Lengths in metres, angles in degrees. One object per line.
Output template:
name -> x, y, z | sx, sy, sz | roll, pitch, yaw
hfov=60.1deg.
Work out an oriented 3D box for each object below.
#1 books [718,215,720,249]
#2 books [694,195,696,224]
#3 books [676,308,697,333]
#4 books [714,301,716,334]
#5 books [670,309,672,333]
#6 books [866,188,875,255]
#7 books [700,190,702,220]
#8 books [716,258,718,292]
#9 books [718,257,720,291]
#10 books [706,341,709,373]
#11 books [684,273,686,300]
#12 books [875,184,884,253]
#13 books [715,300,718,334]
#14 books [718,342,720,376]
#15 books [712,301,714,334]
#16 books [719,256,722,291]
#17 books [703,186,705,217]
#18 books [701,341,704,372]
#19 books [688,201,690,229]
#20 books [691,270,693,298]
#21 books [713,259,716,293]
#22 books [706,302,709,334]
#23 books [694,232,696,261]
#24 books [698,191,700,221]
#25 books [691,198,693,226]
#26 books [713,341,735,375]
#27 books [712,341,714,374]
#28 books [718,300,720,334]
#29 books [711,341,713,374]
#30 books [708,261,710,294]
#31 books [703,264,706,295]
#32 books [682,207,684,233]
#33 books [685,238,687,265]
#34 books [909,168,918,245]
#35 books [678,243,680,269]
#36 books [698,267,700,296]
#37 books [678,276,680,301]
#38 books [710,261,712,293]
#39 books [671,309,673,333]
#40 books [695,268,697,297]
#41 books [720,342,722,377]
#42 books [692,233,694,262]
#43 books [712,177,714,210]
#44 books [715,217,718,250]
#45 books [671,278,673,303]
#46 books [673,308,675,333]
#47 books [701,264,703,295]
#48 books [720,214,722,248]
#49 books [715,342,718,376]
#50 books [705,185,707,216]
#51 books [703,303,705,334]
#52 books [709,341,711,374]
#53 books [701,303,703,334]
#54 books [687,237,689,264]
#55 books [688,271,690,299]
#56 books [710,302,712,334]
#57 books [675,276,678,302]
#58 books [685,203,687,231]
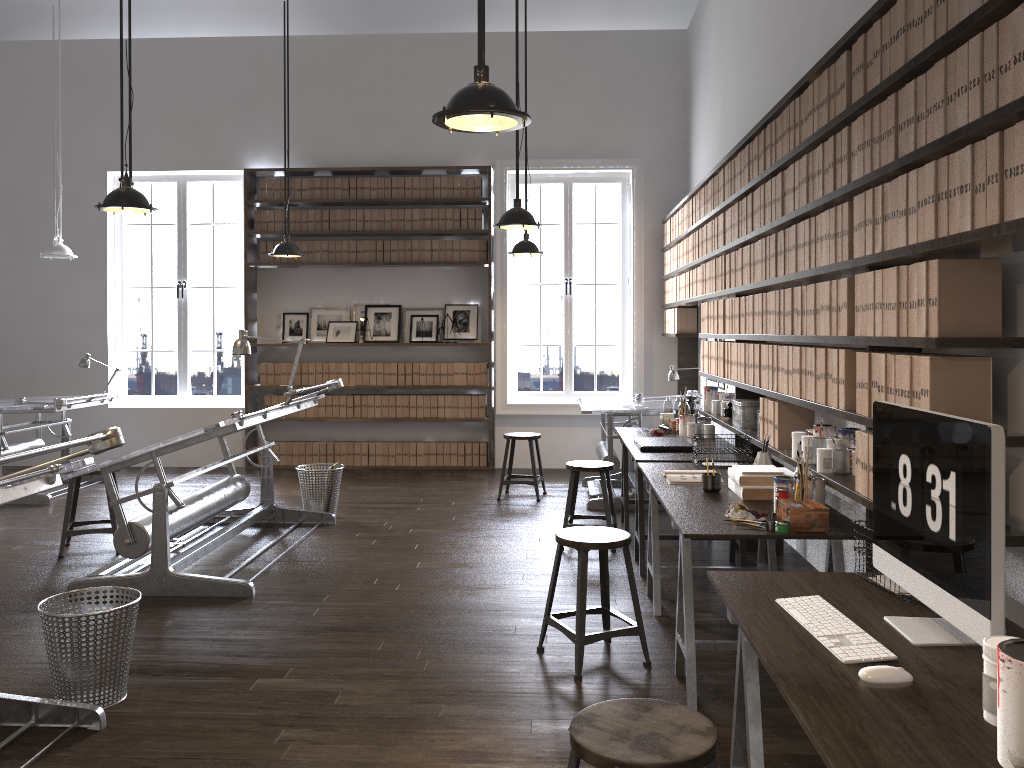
books -> 1.425, -0.977, 5.723 | 0.174, 0.225, 0.067 | 0, 1, 3
books -> 1.467, -1.311, 6.693 | 0.174, 0.225, 0.067 | 0, 1, 3
books -> 1.520, -0.550, 7.722 | 0.174, 0.225, 0.067 | 0, 1, 3
books -> 1.435, -0.441, 5.879 | 0.174, 0.225, 0.067 | 0, 1, 3
books -> 1.532, -0.570, 8.064 | 0.174, 0.226, 0.067 | 0, 1, 3
books -> 1.293, -0.545, 2.989 | 0.174, 0.225, 0.067 | 0, 1, 3
books -> 1.457, -1.295, 6.417 | 0.174, 0.225, 0.067 | 0, 1, 3
books -> 1.431, -0.713, 5.805 | 0.174, 0.225, 0.067 | 0, 1, 3
books -> 1.427, -0.709, 5.734 | 0.174, 0.225, 0.067 | 0, 1, 3
books -> 1.443, -0.186, 6.154 | 0.174, 0.226, 0.067 | 0, 1, 3
books -> 1.489, -0.789, 7.194 | 0.174, 0.226, 0.067 | 0, 1, 3
books -> 1.293, -0.541, 2.916 | 0.174, 0.225, 0.067 | 0, 1, 3
books -> 1.426, -0.436, 5.805 | 0.174, 0.226, 0.067 | 0, 1, 3
books -> 1.427, -0.162, 5.737 | 0.174, 0.225, 0.067 | 0, 1, 3
books -> 1.434, -0.445, 5.951 | 0.174, 0.225, 0.067 | 0, 1, 3
books -> 1.420, -0.705, 5.664 | 0.174, 0.225, 0.067 | 0, 1, 3
books -> 1.447, -1.287, 6.282 | 0.174, 0.226, 0.067 | 0, 1, 3
books -> 1.452, -0.198, 6.356 | 0.174, 0.226, 0.067 | 0, 1, 3
books -> 1.482, -1.328, 6.978 | 0.174, 0.225, 0.067 | 0, 1, 3
books -> 1.475, -0.768, 6.846 | 0.174, 0.225, 0.067 | 0, 1, 3
books -> 1.428, -0.717, 5.873 | 0.174, 0.226, 0.067 | 0, 1, 3
books -> 1.442, -0.457, 6.159 | 0.174, 0.226, 0.067 | 0, 1, 3
books -> 1.470, -1.035, 6.706 | 0.174, 0.225, 0.067 | 0, 1, 3
books -> 1.455, -1.299, 6.484 | 0.174, 0.226, 0.067 | 0, 1, 3
books -> 1.473, -1.320, 6.839 | 0.174, 0.226, 0.067 | 0, 1, 3
books -> 1.429, -0.170, 5.872 | 0.174, 0.225, 0.067 | 0, 1, 3
books -> 1.436, -0.174, 5.945 | 0.174, 0.225, 0.067 | 0, 1, 3
books -> 1.428, -0.432, 5.730 | 0.174, 0.225, 0.067 | 0, 1, 3
books -> 1.443, -0.178, 6.014 | 0.174, 0.225, 0.067 | 0, 1, 3
books -> 1.439, -0.729, 6.075 | 0.174, 0.226, 0.067 | 0, 1, 3
books -> 1.450, -0.742, 6.284 | 0.174, 0.225, 0.067 | 0, 1, 3
books -> 1.500, -1.349, 7.325 | 0.174, 0.225, 0.067 | 0, 1, 3
books -> 1.487, -1.060, 7.123 | 0.174, 0.226, 0.067 | 0, 1, 3
books -> 1.280, -0.524, 2.634 | 0.174, 0.225, 0.067 | 0, 1, 3
books -> 1.507, -1.084, 7.534 | 0.174, 0.225, 0.067 | 0, 1, 3
books -> 1.461, -0.748, 6.507 | 0.174, 0.225, 0.067 | 0, 1, 3
books -> 1.507, -0.810, 7.548 | 0.174, 0.226, 0.067 | 0, 1, 3
books -> 1.437, -0.725, 6.002 | 0.174, 0.225, 0.067 | 0, 1, 3
books -> 1.530, -0.566, 7.991 | 0.174, 0.225, 0.067 | 0, 1, 3
books -> 1.464, -0.756, 6.637 | 0.174, 0.226, 0.067 | 0, 1, 3
books -> 1.426, -0.158, 5.671 | 0.174, 0.225, 0.067 | 0, 1, 3
books -> 1.469, -1.038, 6.769 | 0.174, 0.226, 0.067 | 0, 1, 3
books -> 1.429, -1.266, 5.928 | 0.174, 0.226, 0.067 | 0, 1, 3
books -> 1.423, -0.980, 5.790 | 0.174, 0.226, 0.067 | 0, 1, 3
books -> 1.530, -0.843, 7.997 | 0.174, 0.225, 0.067 | 0, 1, 3
books -> 1.521, -0.558, 7.862 | 0.174, 0.226, 0.067 | 0, 1, 3
books -> 1.450, -0.746, 6.357 | 0.174, 0.225, 0.067 | 0, 1, 3
books -> 1.420, -0.973, 5.660 | 0.174, 0.225, 0.067 | 0, 1, 3
books -> 1.425, -0.165, 5.800 | 0.174, 0.226, 0.067 | 0, 1, 3
books -> 1.448, -1.283, 6.212 | 0.174, 0.225, 0.067 | 0, 1, 3
books -> 1.451, -0.465, 6.289 | 0.174, 0.225, 0.067 | 0, 1, 3
books -> 1.444, -0.182, 6.084 | 0.174, 0.225, 0.067 | 0, 1, 3
books -> 1.452, -0.469, 6.361 | 0.174, 0.226, 0.067 | 0, 1, 3
books -> 1.487, -1.055, 7.053 | 0.174, 0.225, 0.067 | 0, 1, 3
books -> 1.481, -0.777, 6.992 | 0.174, 0.226, 0.067 | 0, 1, 3
books -> 1.441, -0.449, 6.021 | 0.174, 0.225, 0.067 | 0, 1, 3
books -> 1.514, -0.827, 7.719 | 0.174, 0.226, 0.067 | 0, 1, 3
books -> 1.484, -1.336, 7.114 | 0.174, 0.225, 0.067 | 0, 1, 3
